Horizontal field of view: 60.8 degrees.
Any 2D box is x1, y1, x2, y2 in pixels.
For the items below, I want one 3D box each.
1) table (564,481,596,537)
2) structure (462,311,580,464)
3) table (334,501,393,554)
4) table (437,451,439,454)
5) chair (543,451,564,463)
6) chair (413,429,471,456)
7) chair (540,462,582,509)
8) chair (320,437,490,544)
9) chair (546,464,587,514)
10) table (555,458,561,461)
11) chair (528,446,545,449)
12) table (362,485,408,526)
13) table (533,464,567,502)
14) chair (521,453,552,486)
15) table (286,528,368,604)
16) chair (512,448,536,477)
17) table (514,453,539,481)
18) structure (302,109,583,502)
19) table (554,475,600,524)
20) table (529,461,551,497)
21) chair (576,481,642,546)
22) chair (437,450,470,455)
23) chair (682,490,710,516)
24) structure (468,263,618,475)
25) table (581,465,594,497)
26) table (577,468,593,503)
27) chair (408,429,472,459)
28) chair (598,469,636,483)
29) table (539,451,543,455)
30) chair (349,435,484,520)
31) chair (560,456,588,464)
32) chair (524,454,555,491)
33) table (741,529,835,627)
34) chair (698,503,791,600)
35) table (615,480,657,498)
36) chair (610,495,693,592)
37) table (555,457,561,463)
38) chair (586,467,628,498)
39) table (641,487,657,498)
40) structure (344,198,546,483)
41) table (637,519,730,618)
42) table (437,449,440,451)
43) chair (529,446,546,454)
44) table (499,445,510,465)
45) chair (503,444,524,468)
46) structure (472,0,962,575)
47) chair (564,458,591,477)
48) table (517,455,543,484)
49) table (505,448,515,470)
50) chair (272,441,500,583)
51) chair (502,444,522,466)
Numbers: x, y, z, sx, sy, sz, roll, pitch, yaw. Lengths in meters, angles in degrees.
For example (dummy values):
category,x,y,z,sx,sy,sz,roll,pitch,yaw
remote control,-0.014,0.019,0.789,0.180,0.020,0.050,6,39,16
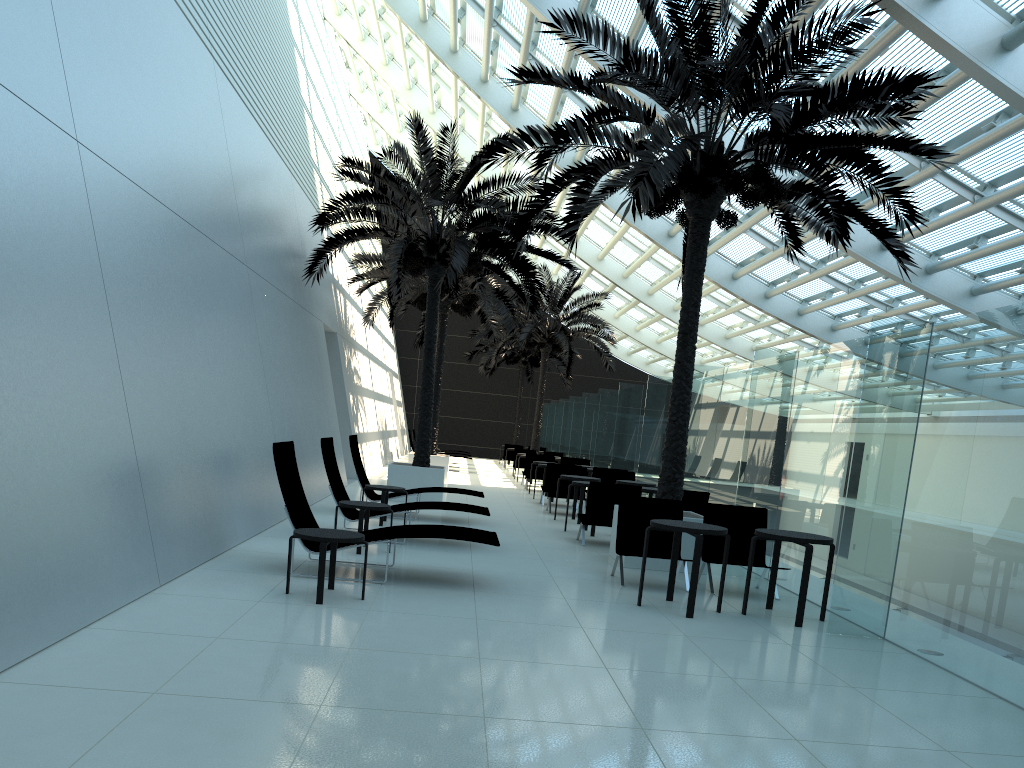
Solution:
category,x,y,z,sx,sy,sz,roll,pitch,yaw
table,1.217,1.901,13.306,0.671,0.790,0.681,8,4,39
structure,0.556,-0.042,37.322,4.476,7.099,4.730,3,5,-25
table,-1.622,1.560,9.505,0.547,0.523,0.555,7,3,39
table,-2.748,2.453,28.770,0.547,0.523,0.555,7,3,39
chair,1.341,2.593,27.456,0.717,0.897,0.878,5,2,-3
chair,-2.404,2.218,29.913,2.039,1.171,0.911,6,3,-4
chair,0.983,2.061,17.900,0.717,0.897,0.878,5,2,-3
chair,-1.278,1.324,10.648,2.039,1.171,0.911,6,3,-4
chair,1.069,1.981,16.196,0.717,0.897,0.878,5,2,-3
table,1.515,2.526,24.766,0.671,0.790,0.681,8,4,39
chair,0.925,2.936,34.818,0.717,0.897,0.878,5,2,-3
table,-1.771,1.679,12.068,0.547,0.523,0.555,7,3,39
table,0.879,2.169,19.078,0.671,0.790,0.681,8,4,39
chair,0.655,2.322,23.521,0.717,0.897,0.878,5,2,-3
table,-1.472,1.441,6.943,0.547,0.523,0.555,7,3,39
chair,0.414,2.500,27.391,0.717,0.897,0.878,5,2,-3
table,0.477,2.497,26.125,0.672,0.790,0.680,8,4,35
structure,-1.357,-1.262,15.624,4.662,6.912,4.207,3,5,-25
table,1.132,1.977,14.918,0.672,0.790,0.680,8,4,35
table,0.803,2.238,20.538,0.672,0.790,0.680,8,4,35
chair,1.321,1.794,12.129,0.717,0.897,0.878,5,2,-3
chair,-2.559,2.340,32.555,2.039,1.171,0.911,6,3,-4
chair,2.248,1.886,12.194,0.717,0.897,0.878,5,2,-3
structure,1.005,-0.421,29.207,4.835,7.101,4.376,5,5,-10
table,1.767,2.334,20.606,0.672,0.790,0.680,8,4,35
table,1.843,2.266,19.146,0.671,0.790,0.681,8,4,39
chair,-2.255,2.099,27.351,2.039,1.171,0.911,6,3,-4
chair,1.995,2.074,16.262,0.717,0.897,0.878,5,2,-3
table,1.110,2.855,31.838,0.672,0.790,0.680,8,4,35
chair,-1.428,1.443,13.211,2.039,1.171,0.911,6,3,-4
chair,1.582,2.415,23.587,0.717,0.897,0.878,5,2,-3
chair,0.739,2.242,21.830,0.717,0.897,0.878,5,2,-3
table,2.509,1.746,7.917,0.670,0.790,0.682,8,4,44
chair,2.415,1.740,9.080,0.717,0.897,0.878,5,2,-3
table,2.095,2.074,14.986,0.672,0.790,0.680,8,4,35
chair,1.488,1.648,9.014,0.717,0.897,0.878,5,2,-3
table,1.440,2.593,26.193,0.672,0.790,0.680,8,4,35
chair,1.910,2.154,17.966,0.717,0.897,0.878,5,2,-3
table,2.180,1.998,13.374,0.671,0.790,0.681,8,4,39
structure,-1.907,-1.036,21.583,4.243,6.973,4.625,8,5,30
table,1.545,1.649,7.849,0.670,0.790,0.682,8,4,44
table,-2.902,2.576,31.412,0.547,0.523,0.555,7,3,39
chair,1.010,2.856,33.126,0.717,0.897,0.878,5,2,-3
table,-0.106,2.951,35.930,0.670,0.790,0.682,8,4,44
chair,0.083,2.763,33.060,0.717,0.897,0.878,5,2,-3
structure,2.125,-1.305,10.137,4.797,7.101,4.411,7,5,15
chair,1.666,2.335,21.895,0.717,0.897,0.878,5,2,-3
table,0.551,2.430,24.698,0.671,0.790,0.681,8,4,39
table,0.147,2.759,31.770,0.672,0.790,0.680,8,4,35
chair,-1.129,1.205,8.086,2.039,1.171,0.911,6,3,-4
chair,-0.002,2.843,34.752,0.717,0.897,0.878,5,2,-3
